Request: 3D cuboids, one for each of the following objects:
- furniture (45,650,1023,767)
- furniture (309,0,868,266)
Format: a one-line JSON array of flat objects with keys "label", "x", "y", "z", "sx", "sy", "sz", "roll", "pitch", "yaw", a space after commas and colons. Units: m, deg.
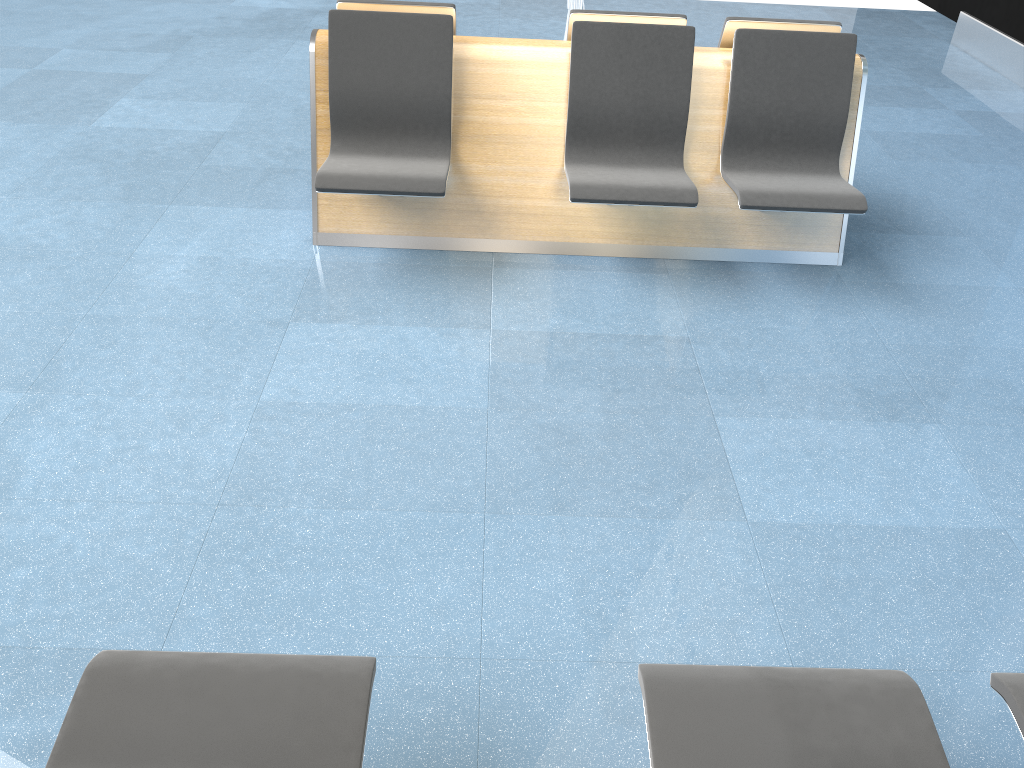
[{"label": "furniture", "x": 0.323, "y": 0.829, "z": 1.049, "sx": 2.281, "sy": 0.896, "sz": 1.301, "roll": 2, "pitch": 35, "yaw": -2}, {"label": "furniture", "x": 0.309, "y": -1.128, "z": 3.854, "sx": 2.281, "sy": 0.896, "sz": 1.301, "roll": 2, "pitch": 35, "yaw": -2}]
